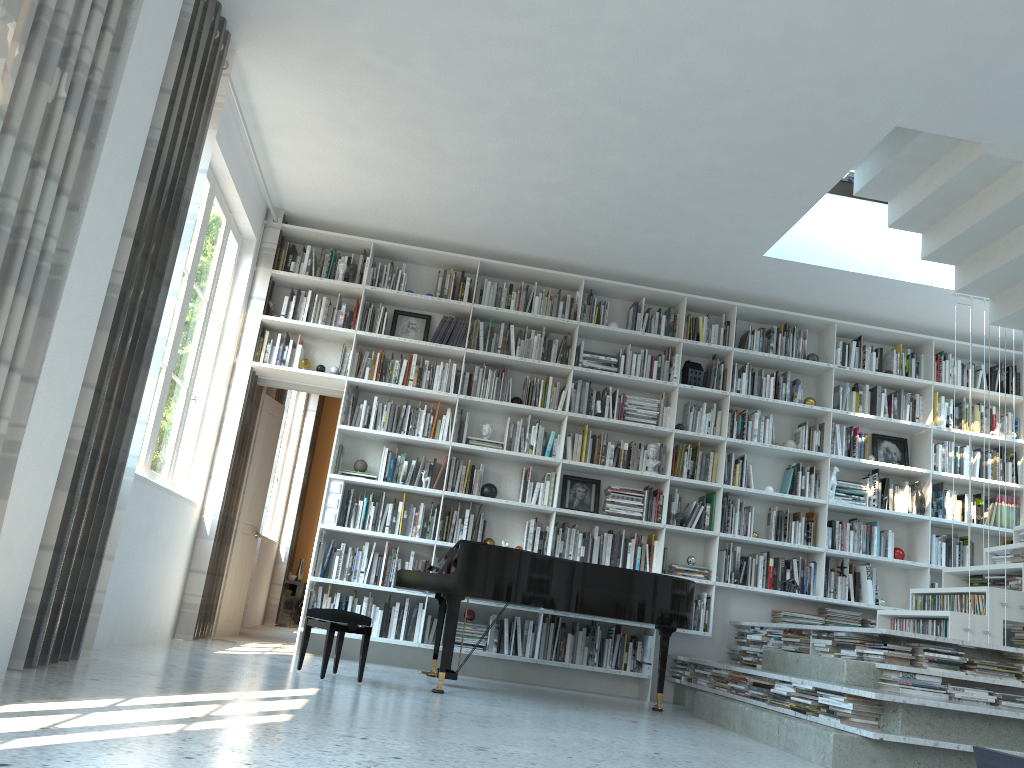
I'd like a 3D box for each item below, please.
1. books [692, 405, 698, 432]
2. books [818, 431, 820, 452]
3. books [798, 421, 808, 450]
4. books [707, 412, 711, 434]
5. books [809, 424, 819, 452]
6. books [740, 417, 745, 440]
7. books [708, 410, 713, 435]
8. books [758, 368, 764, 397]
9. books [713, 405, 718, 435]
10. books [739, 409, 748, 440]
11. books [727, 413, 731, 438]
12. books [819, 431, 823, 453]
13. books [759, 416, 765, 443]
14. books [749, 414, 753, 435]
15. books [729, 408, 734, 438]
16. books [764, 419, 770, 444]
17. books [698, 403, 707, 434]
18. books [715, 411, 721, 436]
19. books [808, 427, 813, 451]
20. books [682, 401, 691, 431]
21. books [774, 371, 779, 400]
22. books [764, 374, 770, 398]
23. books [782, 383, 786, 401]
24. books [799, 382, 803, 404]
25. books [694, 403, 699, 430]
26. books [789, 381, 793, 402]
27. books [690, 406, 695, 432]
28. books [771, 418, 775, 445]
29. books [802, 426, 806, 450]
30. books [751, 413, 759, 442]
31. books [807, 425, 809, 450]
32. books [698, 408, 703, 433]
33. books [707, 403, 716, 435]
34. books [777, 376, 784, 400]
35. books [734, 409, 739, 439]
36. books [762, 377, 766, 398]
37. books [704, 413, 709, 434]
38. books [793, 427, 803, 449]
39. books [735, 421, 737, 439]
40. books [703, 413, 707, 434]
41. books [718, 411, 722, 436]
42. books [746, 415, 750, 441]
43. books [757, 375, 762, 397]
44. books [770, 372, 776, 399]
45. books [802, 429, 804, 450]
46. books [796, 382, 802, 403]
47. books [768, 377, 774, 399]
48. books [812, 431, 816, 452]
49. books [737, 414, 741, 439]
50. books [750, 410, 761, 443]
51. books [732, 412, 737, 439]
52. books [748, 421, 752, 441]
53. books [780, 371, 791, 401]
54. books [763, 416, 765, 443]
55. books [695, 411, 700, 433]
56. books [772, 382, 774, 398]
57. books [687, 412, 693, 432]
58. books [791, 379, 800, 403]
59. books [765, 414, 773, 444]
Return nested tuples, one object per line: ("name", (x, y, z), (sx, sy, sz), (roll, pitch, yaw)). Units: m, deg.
("books", (1.432, 0.310, 7.077), (0.028, 0.249, 0.165), (9, -14, -5))
("books", (2.433, 0.490, 7.141), (0.013, 0.204, 0.174), (9, -14, -5))
("books", (2.340, 0.445, 7.145), (0.015, 0.267, 0.164), (9, -14, -5))
("books", (1.543, 0.344, 7.069), (0.029, 0.210, 0.158), (9, -14, -5))
("books", (2.423, 0.463, 7.147), (0.016, 0.256, 0.176), (9, -14, -5))
("books", (1.814, 0.388, 7.105), (0.026, 0.215, 0.162), (9, -14, -5))
("books", (1.562, 0.337, 7.081), (0.024, 0.233, 0.150), (9, -14, -5))
("books", (2.008, 0.028, 7.220), (0.013, 0.283, 0.155), (9, -14, -5))
("books", (1.597, 0.322, 7.088), (0.025, 0.276, 0.173), (9, -14, -5))
("books", (1.840, 0.355, 7.095), (0.014, 0.279, 0.178), (9, -14, -5))
("books", (1.712, 0.361, 7.109), (0.030, 0.241, 0.138), (9, -14, -5))
("books", (2.457, 0.494, 7.147), (0.012, 0.205, 0.170), (9, -14, -5))
("books", (1.970, 0.396, 7.109), (0.025, 0.244, 0.184), (9, -14, -5))
("books", (1.895, 0.381, 7.118), (0.011, 0.256, 0.131), (9, -14, -5))
("books", (1.737, 0.346, 7.111), (0.014, 0.278, 0.154), (9, -14, -5))
("books", (2.014, 0.411, 7.118), (0.021, 0.231, 0.183), (9, -14, -5))
("books", (1.494, 0.301, 7.058), (0.028, 0.274, 0.187), (9, -14, -5))
("books", (1.613, 0.344, 7.068), (0.028, 0.229, 0.177), (9, -14, -5))
("books", (2.378, 0.474, 7.156), (0.016, 0.227, 0.160), (9, -14, -5))
("books", (1.385, 0.286, 7.083), (0.018, 0.284, 0.160), (9, -14, -5))
("books", (2.129, 0.048, 7.230), (0.012, 0.284, 0.160), (9, -14, -5))
("books", (2.048, 0.055, 7.205), (0.023, 0.236, 0.149), (9, -14, -5))
("books", (2.173, 0.102, 7.208), (0.027, 0.181, 0.176), (9, -14, -5))
("books", (2.331, 0.108, 7.243), (0.026, 0.228, 0.141), (9, -14, -5))
("books", (1.448, 0.300, 7.082), (0.019, 0.274, 0.146), (9, -14, -5))
("books", (2.232, 0.096, 7.219), (0.030, 0.212, 0.157), (9, -14, -5))
("books", (1.414, 0.312, 7.079), (0.024, 0.242, 0.159), (9, -14, -5))
("books", (2.075, 0.414, 7.136), (0.034, 0.253, 0.161), (9, -14, -5))
("books", (2.323, 0.463, 7.152), (0.012, 0.231, 0.154), (9, -14, -5))
("books", (1.919, 0.376, 7.097), (0.030, 0.262, 0.182), (9, -14, -5))
("books", (2.352, 0.462, 7.154), (0.016, 0.243, 0.152), (9, -14, -5))
("books", (1.472, 0.322, 7.073), (0.023, 0.235, 0.179), (9, -14, -5))
("books", (1.583, 0.312, 7.091), (0.028, 0.292, 0.155), (9, -14, -5))
("books", (2.149, 0.069, 7.209), (0.030, 0.237, 0.186), (9, -14, -5))
("books", (1.784, 0.354, 7.128), (0.014, 0.283, 0.136), (9, -14, -5))
("books", (2.022, 0.063, 7.212), (0.025, 0.216, 0.144), (9, -14, -5))
("books", (1.521, 0.347, 7.065), (0.027, 0.196, 0.185), (9, -14, -5))
("books", (2.303, 0.467, 7.154), (0.015, 0.219, 0.140), (9, -14, -5))
("books", (1.762, 0.398, 7.098), (0.021, 0.178, 0.137), (9, -14, -5))
("books", (1.503, 0.344, 7.061), (0.024, 0.194, 0.173), (9, -14, -5))
("books", (1.630, 0.346, 7.086), (0.026, 0.237, 0.173), (9, -14, -5))
("books", (1.854, 0.380, 7.098), (0.022, 0.237, 0.165), (9, -14, -5))
("books", (1.984, 0.055, 7.214), (0.028, 0.223, 0.142), (9, -14, -5))
("books", (2.099, 0.049, 7.213), (0.012, 0.264, 0.156), (9, -14, -5))
("books", (2.313, 0.475, 7.149), (0.005, 0.204, 0.154), (9, -14, -5))
("books", (2.296, 0.104, 7.222), (0.048, 0.216, 0.182), (9, -14, -5))
("books", (2.070, 0.068, 7.189), (0.021, 0.208, 0.181), (9, -14, -5))
("books", (2.404, 0.490, 7.149), (0.013, 0.201, 0.174), (9, -14, -5))
("books", (1.796, 0.375, 7.104), (0.013, 0.235, 0.158), (9, -14, -5))
("books", (1.946, 0.371, 7.128), (0.027, 0.294, 0.160), (9, -14, -5))
("books", (1.751, 0.359, 7.093), (0.014, 0.247, 0.177), (9, -14, -5))
("books", (1.874, 0.407, 7.103), (0.025, 0.193, 0.171), (9, -14, -5))
("books", (2.209, 0.054, 7.211), (0.029, 0.284, 0.184), (9, -14, -5))
("books", (1.992, 0.396, 7.133), (0.024, 0.261, 0.134), (9, -14, -5))
("books", (1.454, 0.334, 7.074), (0.023, 0.206, 0.171), (9, -14, -5))
("books", (2.085, 0.067, 7.205), (0.011, 0.221, 0.159), (9, -14, -5))
("books", (1.394, 0.331, 7.051), (0.028, 0.185, 0.181), (9, -14, -5))
("books", (2.276, 0.089, 7.213), (0.054, 0.235, 0.172), (9, -14, -5))
("books", (2.041, 0.393, 7.113), (0.024, 0.271, 0.170), (9, -14, -5))
